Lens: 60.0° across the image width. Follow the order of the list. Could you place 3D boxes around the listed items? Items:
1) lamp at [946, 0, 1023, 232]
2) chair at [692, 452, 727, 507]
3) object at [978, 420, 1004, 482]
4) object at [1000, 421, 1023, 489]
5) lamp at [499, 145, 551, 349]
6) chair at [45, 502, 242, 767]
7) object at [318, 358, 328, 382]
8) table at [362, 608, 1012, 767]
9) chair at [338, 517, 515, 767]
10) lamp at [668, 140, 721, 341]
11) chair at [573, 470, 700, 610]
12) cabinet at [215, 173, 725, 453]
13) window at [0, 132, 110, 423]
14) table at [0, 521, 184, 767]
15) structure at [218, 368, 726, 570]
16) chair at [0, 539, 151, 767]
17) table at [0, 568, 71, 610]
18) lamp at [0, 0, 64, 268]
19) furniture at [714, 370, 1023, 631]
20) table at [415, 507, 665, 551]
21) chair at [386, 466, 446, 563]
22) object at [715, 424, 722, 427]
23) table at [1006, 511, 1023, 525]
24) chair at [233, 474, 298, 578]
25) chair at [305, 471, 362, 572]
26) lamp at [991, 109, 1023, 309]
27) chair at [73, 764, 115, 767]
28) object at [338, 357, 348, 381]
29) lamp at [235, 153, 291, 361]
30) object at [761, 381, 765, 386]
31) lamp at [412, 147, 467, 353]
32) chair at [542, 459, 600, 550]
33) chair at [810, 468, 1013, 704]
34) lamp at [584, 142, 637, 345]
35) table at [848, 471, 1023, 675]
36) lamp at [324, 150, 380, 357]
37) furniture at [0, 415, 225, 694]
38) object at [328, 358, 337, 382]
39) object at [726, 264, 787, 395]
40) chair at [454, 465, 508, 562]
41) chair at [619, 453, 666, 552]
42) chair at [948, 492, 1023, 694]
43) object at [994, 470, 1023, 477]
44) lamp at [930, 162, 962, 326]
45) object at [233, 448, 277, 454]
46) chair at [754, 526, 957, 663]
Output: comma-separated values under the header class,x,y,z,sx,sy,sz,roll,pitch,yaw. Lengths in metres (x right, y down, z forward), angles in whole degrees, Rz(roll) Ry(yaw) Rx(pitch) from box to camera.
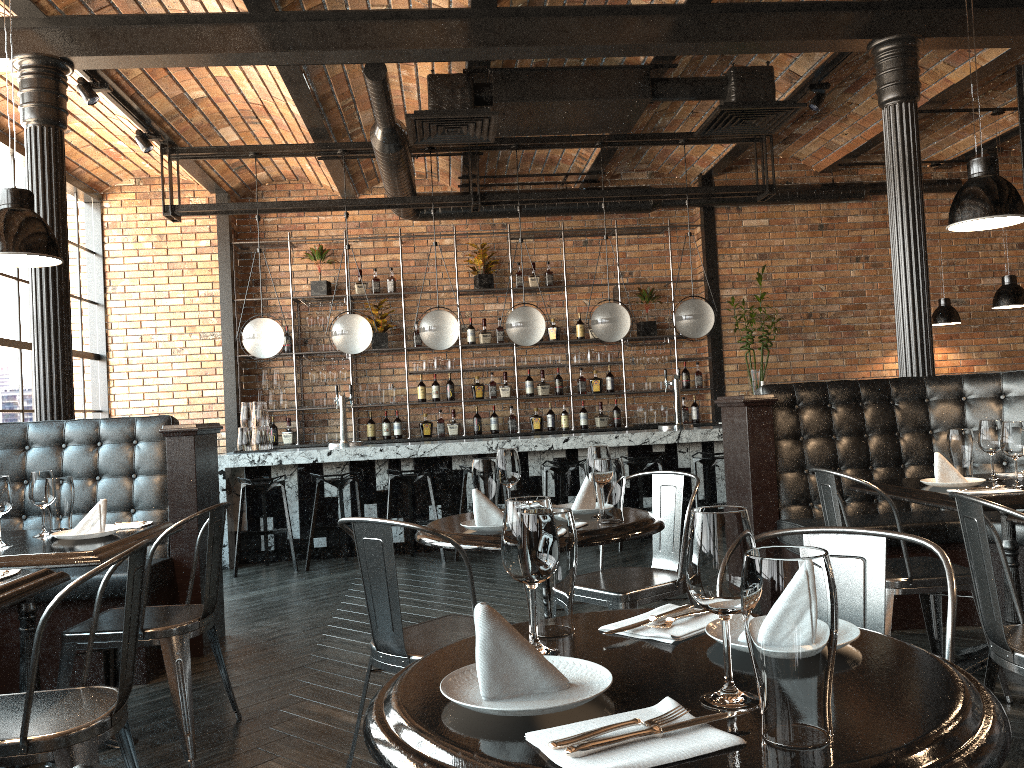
class,x,y,z,sx,sy,sz,roll,pitch,yaw
lamp,1.846,-1.459,3.553,0.291,1.653,0.291,-4,-2,41
chair,1.630,0.896,7.122,0.475,0.737,0.414,-3,-2,-9
object,1.921,0.266,3.554,0.092,0.244,0.092,-3,-2,13
object,1.860,0.261,3.279,0.092,0.244,0.092,-2,-2,-21
lamp,0.080,-1.175,7.576,0.340,1.754,0.340,-4,-2,42
chair,-1.310,0.875,3.214,0.558,0.857,0.504,-3,-2,1
object,-1.942,-0.142,9.107,0.092,0.244,0.092,-3,-2,2
table,0.242,0.789,1.270,0.866,0.758,0.866,-2,-2,-41
chair,-0.208,0.804,2.719,0.504,0.857,0.558,-4,-2,41
lamp,1.540,-1.248,7.681,0.340,1.754,0.340,-4,-2,42
chair,0.461,0.792,3.493,0.558,0.857,0.504,-2,-2,-39
cabinet,-1.261,-0.355,9.214,7.075,3.779,0.564,-3,-2,-4
window,-3.552,-0.527,0.790,0.168,3.253,16.179,-3,-2,-4
table,-1.751,0.948,3.212,0.872,0.758,0.872,-3,-2,-4
structure,0.236,0.651,8.144,5.346,1.430,1.930,-3,-2,-4
chair,-1.179,0.839,2.178,0.558,0.857,0.504,-3,-2,-9
table,-1.673,0.912,2.112,0.872,0.758,0.872,-3,-2,-4
lamp,-1.856,-1.276,3.286,0.291,1.653,0.291,-4,-2,41
furniture,2.360,0.485,2.408,1.979,1.212,5.451,-3,-2,-4
table,0.114,0.849,3.100,0.866,0.758,0.866,-2,-2,-41
chair,-0.786,1.016,6.948,0.475,0.737,0.414,-3,-2,-9
object,1.963,0.356,7.743,0.273,0.019,0.437,-3,-2,-4
table,2.030,0.728,2.363,0.872,0.758,0.872,-3,-2,-4
chair,-1.916,1.072,6.867,0.475,0.737,0.414,-3,-2,-14
chair,-1.347,1.044,6.908,0.475,0.737,0.414,-3,-2,1
lamp,4.109,-1.465,7.401,0.291,1.653,0.291,-4,-2,41
chair,-0.094,0.745,0.888,0.504,0.857,0.558,-4,-2,36
object,-1.740,-0.152,9.121,0.092,0.244,0.092,-3,-2,2
lamp,-2.110,-1.067,7.418,0.340,1.754,0.340,-4,-2,42
object,2.522,0.164,8.582,0.316,0.397,0.319,-5,-2,45
lamp,-0.650,-1.139,7.523,0.340,1.754,0.340,-4,-2,42
chair,0.432,0.955,7.036,0.475,0.737,0.414,-3,-2,-9
chair,1.479,0.737,3.401,0.558,0.857,0.504,-3,-2,-4
lamp,0.810,-1.212,7.628,0.340,1.754,0.340,-4,-2,42
table,1.952,0.764,3.464,0.872,0.758,0.872,-3,-2,-4
lamp,-1.380,-1.103,7.471,0.340,1.754,0.340,-4,-2,42
furniture,-2.355,0.719,2.072,1.979,1.212,5.451,-3,-2,-4
object,-1.843,-0.147,9.114,0.092,0.244,0.092,-3,-2,2
object,2.486,-0.402,8.964,0.584,1.546,0.673,-4,-2,35
chair,-0.207,0.987,6.990,0.475,0.737,0.414,-3,-2,6
chair,1.049,0.925,7.080,0.475,0.737,0.414,-3,-2,1
chair,1.496,0.704,2.319,0.558,0.857,0.504,-3,-2,6
object,2.153,0.372,3.718,0.255,0.019,0.157,-3,-2,-9
lamp,4.359,-1.431,9.020,0.291,1.653,0.291,-2,-2,-29
object,-2.155,0.560,7.449,0.273,0.019,0.437,-3,-2,-4
chair,0.571,0.733,1.658,0.504,0.857,0.558,-4,-2,36
